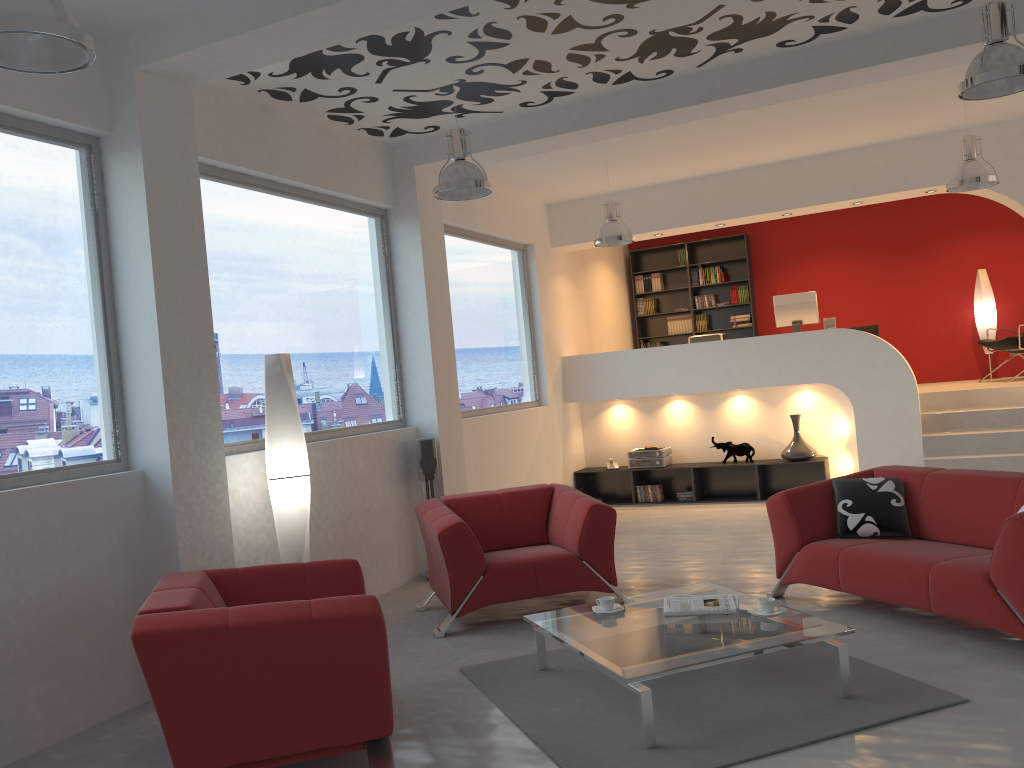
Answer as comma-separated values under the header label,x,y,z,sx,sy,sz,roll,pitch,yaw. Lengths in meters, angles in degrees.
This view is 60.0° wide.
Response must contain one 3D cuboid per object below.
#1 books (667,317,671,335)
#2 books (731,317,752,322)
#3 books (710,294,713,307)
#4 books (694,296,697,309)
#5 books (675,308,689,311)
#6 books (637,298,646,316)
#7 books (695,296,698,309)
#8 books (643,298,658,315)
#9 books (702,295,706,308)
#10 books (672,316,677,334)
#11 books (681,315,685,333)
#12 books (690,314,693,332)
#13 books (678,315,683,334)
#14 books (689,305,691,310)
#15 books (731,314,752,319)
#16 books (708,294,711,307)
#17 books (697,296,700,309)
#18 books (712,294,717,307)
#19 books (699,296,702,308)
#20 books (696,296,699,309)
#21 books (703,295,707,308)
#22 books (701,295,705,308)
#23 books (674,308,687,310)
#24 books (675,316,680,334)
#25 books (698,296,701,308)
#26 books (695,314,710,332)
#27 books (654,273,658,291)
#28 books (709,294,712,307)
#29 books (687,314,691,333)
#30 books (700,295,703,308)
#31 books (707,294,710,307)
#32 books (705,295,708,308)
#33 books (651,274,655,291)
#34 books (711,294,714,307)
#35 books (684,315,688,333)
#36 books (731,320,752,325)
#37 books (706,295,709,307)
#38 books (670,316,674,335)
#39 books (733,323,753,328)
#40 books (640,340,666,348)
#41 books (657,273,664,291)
label,x,y,z,sx,sy,sz,roll,pitch,yaw
books,2.259,-0.825,12.611,0.040,0.260,0.200,-5,0,25
books,3.150,-0.877,12.172,0.260,0.040,0.200,-5,0,25
books,2.798,-1.157,12.366,0.031,0.190,0.135,-5,0,25
books,2.595,-1.138,12.462,0.031,0.190,0.135,-5,0,25
books,2.421,-1.049,12.547,0.190,0.015,0.135,-5,0,25
books,1.881,-1.105,12.789,0.090,0.256,0.181,-5,0,25
books,2.608,-1.139,12.455,0.031,0.190,0.135,-5,0,25
books,1.990,-1.107,12.737,0.146,0.240,0.170,-5,0,25
books,2.703,-1.148,12.411,0.031,0.190,0.135,-5,0,25
books,2.332,-0.831,12.576,0.040,0.260,0.200,-5,0,25
books,2.441,-0.842,12.525,0.040,0.260,0.200,-5,0,25
books,2.551,-0.852,12.473,0.040,0.260,0.200,-5,0,25
books,2.405,-0.838,12.542,0.040,0.260,0.200,-5,0,25
books,2.527,-1.130,12.494,0.063,0.187,0.135,-5,0,25
books,3.152,-0.917,12.160,0.260,0.040,0.200,-5,0,25
books,2.771,-1.154,12.379,0.031,0.190,0.135,-5,0,25
books,2.635,-1.142,12.443,0.031,0.190,0.135,-5,0,25
books,2.825,-1.159,12.353,0.031,0.190,0.135,-5,0,25
books,2.662,-1.144,12.430,0.031,0.190,0.135,-5,0,25
books,2.622,-1.140,12.449,0.031,0.190,0.135,-5,0,25
books,2.717,-1.149,12.404,0.031,0.190,0.135,-5,0,25
books,2.689,-1.147,12.417,0.031,0.190,0.135,-5,0,25
books,2.403,-1.062,12.555,0.190,0.015,0.135,-5,0,25
books,2.368,-0.835,12.559,0.040,0.260,0.200,-5,0,25
books,2.649,-1.143,12.436,0.031,0.190,0.135,-5,0,25
books,2.670,-0.853,12.429,0.146,0.240,0.170,-5,0,25
books,2.082,-1.444,12.667,0.040,0.260,0.200,-5,0,25
books,2.784,-1.155,12.372,0.031,0.190,0.135,-5,0,25
books,2.515,-0.848,12.490,0.040,0.260,0.200,-5,0,25
books,2.676,-1.145,12.424,0.031,0.190,0.135,-5,0,25
books,2.757,-1.153,12.385,0.031,0.190,0.135,-5,0,25
books,2.730,-1.150,12.398,0.031,0.190,0.135,-5,0,25
books,2.046,-1.440,12.684,0.040,0.260,0.200,-5,0,25
books,2.811,-1.158,12.360,0.031,0.190,0.135,-5,0,25
books,2.478,-0.845,12.507,0.040,0.260,0.200,-5,0,25
books,3.158,-0.837,12.172,0.260,0.040,0.200,-5,0,25
books,2.744,-1.152,12.392,0.031,0.190,0.135,-5,0,25
books,2.295,-0.828,12.593,0.040,0.260,0.200,-5,0,25
books,3.180,-0.799,12.167,0.260,0.040,0.200,-5,0,27
books,2.039,-0.500,12.715,0.341,0.286,0.231,-5,0,25
books,2.119,-1.447,12.650,0.040,0.260,0.200,-5,0,25
